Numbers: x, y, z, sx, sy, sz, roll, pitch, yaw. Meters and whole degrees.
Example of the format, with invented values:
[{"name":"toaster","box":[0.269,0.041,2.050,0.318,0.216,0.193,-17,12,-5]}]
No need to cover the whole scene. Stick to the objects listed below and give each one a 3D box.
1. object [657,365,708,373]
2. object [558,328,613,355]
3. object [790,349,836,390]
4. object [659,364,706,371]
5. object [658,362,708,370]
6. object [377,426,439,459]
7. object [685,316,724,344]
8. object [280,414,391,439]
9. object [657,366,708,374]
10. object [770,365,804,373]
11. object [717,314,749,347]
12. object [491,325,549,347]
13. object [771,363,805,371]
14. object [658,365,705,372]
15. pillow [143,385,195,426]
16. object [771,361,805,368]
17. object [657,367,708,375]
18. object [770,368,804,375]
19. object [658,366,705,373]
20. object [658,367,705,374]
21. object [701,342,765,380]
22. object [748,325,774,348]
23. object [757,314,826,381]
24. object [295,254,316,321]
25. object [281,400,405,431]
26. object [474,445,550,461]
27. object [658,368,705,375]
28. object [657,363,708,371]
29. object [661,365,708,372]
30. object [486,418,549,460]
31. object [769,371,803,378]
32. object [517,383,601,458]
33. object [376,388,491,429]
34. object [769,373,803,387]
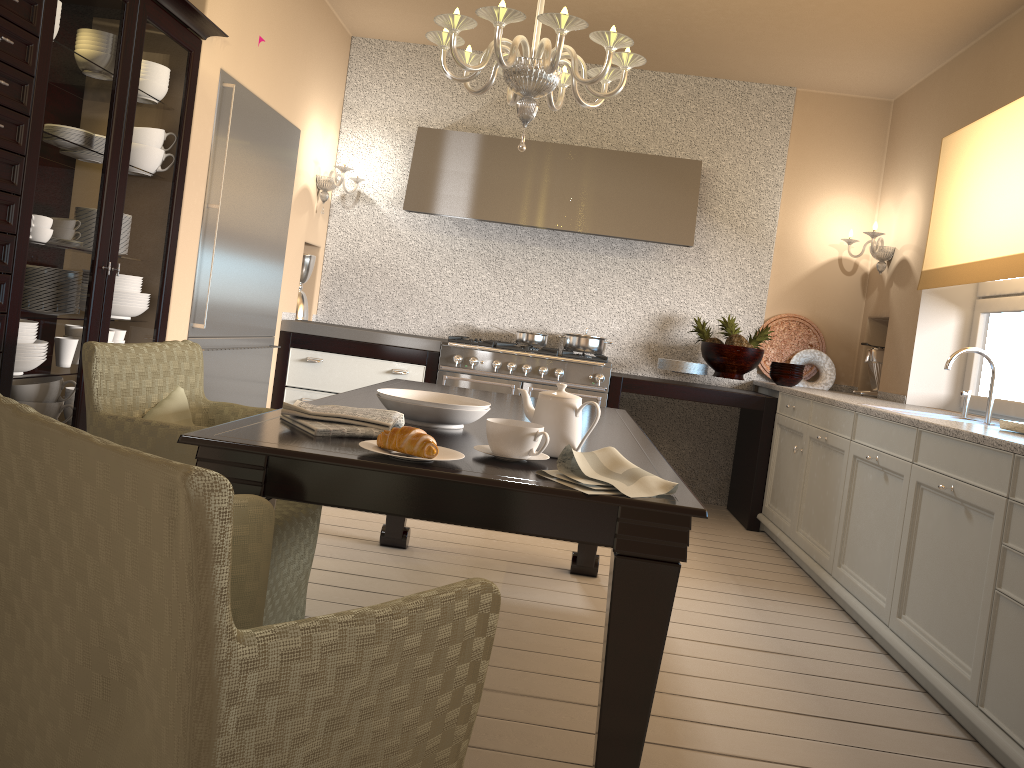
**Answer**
[{"name":"object","box":[0.947,-0.079,4.927,0.278,0.011,0.279,7,4,-10]},{"name":"object","box":[0.430,-0.257,5.206,0.265,0.145,0.266,5,4,-39]},{"name":"object","box":[1.791,-0.073,5.293,0.282,0.272,0.093,8,2,5]},{"name":"object","box":[0.948,-0.087,4.927,0.278,0.011,0.279,7,4,-10]},{"name":"object","box":[0.949,-0.096,4.928,0.278,0.011,0.279,7,4,-10]},{"name":"object","box":[-0.186,0.104,1.616,0.138,0.051,0.062,9,3,22]},{"name":"object","box":[1.133,-0.255,5.138,0.137,0.284,0.279,6,3,-41]},{"name":"object","box":[-0.374,0.087,1.866,0.164,0.026,0.232,5,4,-32]},{"name":"object","box":[0.946,-0.073,4.928,0.278,0.011,0.279,7,4,-10]},{"name":"object","box":[1.509,-0.058,4.881,0.180,0.066,0.180,7,3,-5]},{"name":"object","box":[1.243,-0.266,5.012,0.160,0.278,0.270,7,3,-15]},{"name":"object","box":[0.056,-0.283,5.279,0.198,0.090,0.371,4,5,-45]},{"name":"object","box":[1.513,-0.070,4.881,0.180,0.064,0.180,8,3,11]},{"name":"object","box":[0.947,-0.082,4.928,0.278,0.011,0.279,7,4,-10]},{"name":"pillow","box":[-0.895,0.165,2.399,0.192,0.294,0.441,8,3,2]},{"name":"object","box":[1.517,-0.083,4.880,0.180,0.065,0.180,8,3,11]},{"name":"object","box":[0.945,-0.068,4.927,0.278,0.011,0.279,7,4,-10]},{"name":"object","box":[1.509,-0.043,4.882,0.180,0.063,0.181,6,4,-19]},{"name":"object","box":[0.947,-0.076,4.928,0.278,0.011,0.279,7,4,-10]},{"name":"object","box":[0.946,-0.071,4.928,0.278,0.011,0.279,7,4,-10]},{"name":"object","box":[1.245,-0.126,5.051,0.351,0.188,0.352,7,3,-14]},{"name":"object","box":[1.374,-0.220,5.103,0.275,0.284,0.138,7,2,-12]},{"name":"object","box":[1.681,-0.212,5.370,0.431,0.430,0.064,8,2,3]},{"name":"object","box":[-1.276,-0.582,5.307,0.155,0.394,0.155,7,2,-8]},{"name":"object","box":[-0.357,0.072,1.899,0.233,0.051,0.165,8,3,3]},{"name":"object","box":[-0.002,0.143,1.779,0.153,0.012,0.154,5,4,-36]},{"name":"object","box":[0.945,-0.065,4.928,0.278,0.011,0.279,7,4,-10]},{"name":"object","box":[0.948,-0.090,4.928,0.278,0.011,0.279,7,4,-10]},{"name":"object","box":[0.948,-0.084,4.927,0.278,0.011,0.279,7,4,-10]},{"name":"object","box":[0.006,0.113,1.779,0.125,0.069,0.116,7,3,-4]},{"name":"object","box":[1.507,-0.029,4.882,0.180,0.063,0.181,6,4,-19]},{"name":"object","box":[0.092,0.075,1.917,0.198,0.155,0.118,8,2,9]},{"name":"object","box":[-0.196,0.064,2.184,0.281,0.066,0.282,7,3,-3]},{"name":"object","box":[1.505,-0.017,4.882,0.180,0.063,0.181,6,4,-19]}]
